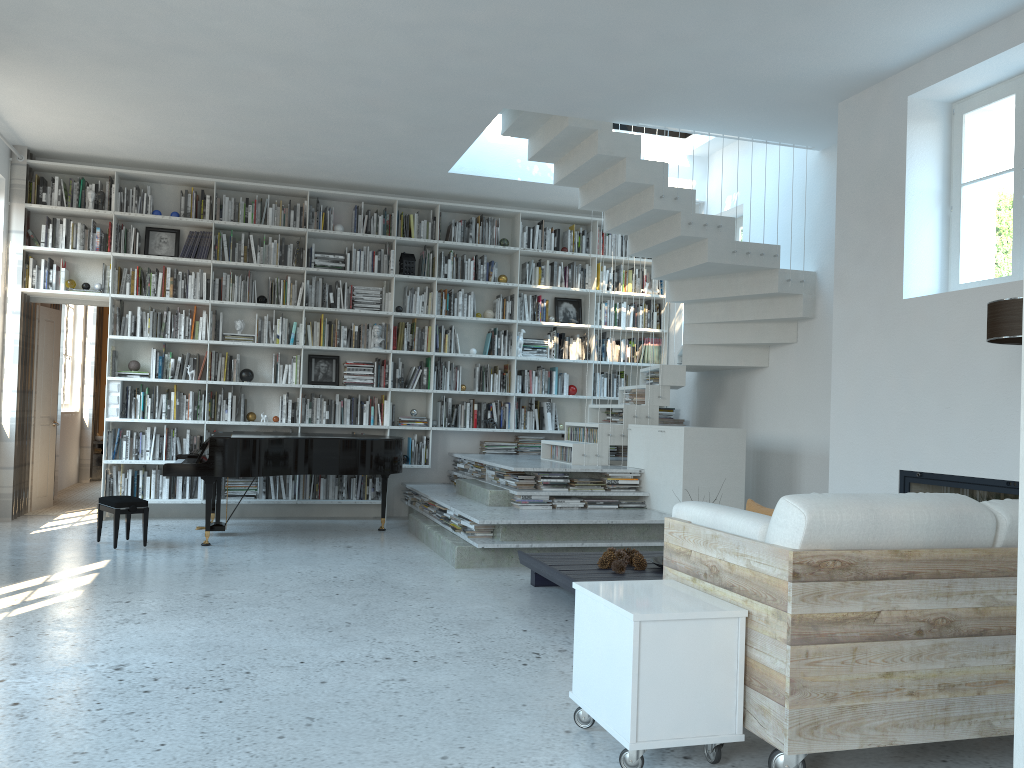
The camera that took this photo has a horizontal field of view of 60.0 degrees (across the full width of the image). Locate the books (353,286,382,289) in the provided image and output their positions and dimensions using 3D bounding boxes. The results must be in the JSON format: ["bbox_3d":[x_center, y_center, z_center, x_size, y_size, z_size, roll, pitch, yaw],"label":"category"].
[{"bbox_3d":[-1.429,-0.939,8.718,0.285,0.012,0.159,2,-2,-15],"label":"books"}]

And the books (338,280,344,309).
[{"bbox_3d":[-1.668,-0.856,8.642,0.049,0.291,0.162,2,-1,-17],"label":"books"}]

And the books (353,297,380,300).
[{"bbox_3d":[-1.433,-0.828,8.717,0.254,0.012,0.161,2,-2,-16],"label":"books"}]

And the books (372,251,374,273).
[{"bbox_3d":[-1.381,-1.180,8.729,0.010,0.230,0.152,2,-1,-17],"label":"books"}]

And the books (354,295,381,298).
[{"bbox_3d":[-1.431,-0.852,8.714,0.254,0.012,0.161,3,-2,-20],"label":"books"}]

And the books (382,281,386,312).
[{"bbox_3d":[-1.270,-0.852,8.766,0.012,0.319,0.140,2,-1,-17],"label":"books"}]

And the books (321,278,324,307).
[{"bbox_3d":[-1.843,-0.868,8.586,0.011,0.300,0.179,2,-1,-17],"label":"books"}]

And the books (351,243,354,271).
[{"bbox_3d":[-1.562,-1.215,8.655,0.011,0.284,0.190,2,-1,-17],"label":"books"}]

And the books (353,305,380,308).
[{"bbox_3d":[-1.436,-0.755,8.718,0.254,0.012,0.161,2,-2,-17],"label":"books"}]

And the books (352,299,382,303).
[{"bbox_3d":[-1.434,-0.816,8.717,0.285,0.012,0.159,2,-2,-16],"label":"books"}]

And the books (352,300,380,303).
[{"bbox_3d":[-1.433,-0.804,8.715,0.254,0.012,0.161,3,-2,-19],"label":"books"}]

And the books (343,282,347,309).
[{"bbox_3d":[-1.631,-0.844,8.638,0.021,0.269,0.191,2,-2,-17],"label":"books"}]

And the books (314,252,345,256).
[{"bbox_3d":[-1.776,-1.251,8.622,0.285,0.024,0.159,2,-2,-17],"label":"books"}]

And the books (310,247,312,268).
[{"bbox_3d":[-1.947,-1.198,8.562,0.013,0.218,0.141,2,-1,-17],"label":"books"}]

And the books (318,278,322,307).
[{"bbox_3d":[-1.864,-0.866,8.588,0.029,0.295,0.151,2,-1,-17],"label":"books"}]

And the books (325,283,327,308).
[{"bbox_3d":[-1.808,-0.841,8.595,0.014,0.250,0.172,2,-1,-17],"label":"books"}]

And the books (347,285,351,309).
[{"bbox_3d":[-1.593,-0.830,8.657,0.015,0.245,0.183,2,-2,-17],"label":"books"}]

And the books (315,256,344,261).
[{"bbox_3d":[-1.775,-1.203,8.612,0.254,0.025,0.161,3,-2,-21],"label":"books"}]

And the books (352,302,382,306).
[{"bbox_3d":[-1.433,-0.780,8.712,0.285,0.012,0.159,3,-2,-20],"label":"books"}]

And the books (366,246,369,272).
[{"bbox_3d":[-1.428,-1.202,8.711,0.023,0.269,0.185,2,-1,-17],"label":"books"}]

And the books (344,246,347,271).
[{"bbox_3d":[-1.625,-1.202,8.653,0.012,0.254,0.161,2,-1,-17],"label":"books"}]

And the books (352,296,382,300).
[{"bbox_3d":[-1.432,-0.840,8.713,0.285,0.012,0.159,2,-2,-14],"label":"books"}]

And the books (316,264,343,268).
[{"bbox_3d":[-1.779,-1.137,8.612,0.254,0.012,0.161,3,-2,-20],"label":"books"}]

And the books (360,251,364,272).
[{"bbox_3d":[-1.482,-1.179,8.696,0.028,0.219,0.183,2,-2,-17],"label":"books"}]

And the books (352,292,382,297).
[{"bbox_3d":[-1.432,-0.876,8.719,0.285,0.012,0.159,3,-2,-18],"label":"books"}]

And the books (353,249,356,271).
[{"bbox_3d":[-1.552,-1.191,8.674,0.021,0.237,0.171,2,-2,-17],"label":"books"}]

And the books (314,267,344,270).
[{"bbox_3d":[-1.780,-1.112,8.611,0.285,0.012,0.159,2,-2,-14],"label":"books"}]

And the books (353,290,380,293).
[{"bbox_3d":[-1.430,-0.902,8.717,0.254,0.012,0.161,2,-2,-15],"label":"books"}]

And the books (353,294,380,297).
[{"bbox_3d":[-1.432,-0.864,8.716,0.254,0.012,0.161,2,-2,-15],"label":"books"}]

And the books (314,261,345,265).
[{"bbox_3d":[-1.779,-1.161,8.615,0.285,0.012,0.159,3,-2,-19],"label":"books"}]

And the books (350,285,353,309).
[{"bbox_3d":[-1.576,-0.830,8.649,0.013,0.247,0.176,2,-2,-17],"label":"books"}]

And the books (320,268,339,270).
[{"bbox_3d":[-1.780,-1.100,8.609,0.254,0.012,0.161,2,-2,-13],"label":"books"}]

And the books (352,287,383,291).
[{"bbox_3d":[-1.428,-0.927,8.710,0.285,0.012,0.159,3,-2,-22],"label":"books"}]

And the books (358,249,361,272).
[{"bbox_3d":[-1.503,-1.192,8.700,0.012,0.244,0.131,2,-1,-17],"label":"books"}]

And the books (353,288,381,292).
[{"bbox_3d":[-1.431,-0.914,8.721,0.254,0.012,0.161,2,-2,-17],"label":"books"}]

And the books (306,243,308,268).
[{"bbox_3d":[-1.986,-1.218,8.558,0.012,0.254,0.161,2,-1,-17],"label":"books"}]

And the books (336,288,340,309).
[{"bbox_3d":[-1.695,-0.820,8.631,0.024,0.216,0.148,2,-1,-17],"label":"books"}]

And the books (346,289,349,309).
[{"bbox_3d":[-1.614,-0.816,8.659,0.024,0.216,0.132,2,-1,-17],"label":"books"}]

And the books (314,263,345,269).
[{"bbox_3d":[-1.779,-1.149,8.612,0.285,0.012,0.159,3,-2,-20],"label":"books"}]

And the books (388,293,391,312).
[{"bbox_3d":[-1.225,-0.793,8.782,0.030,0.205,0.158,2,-2,-17],"label":"books"}]

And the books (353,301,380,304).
[{"bbox_3d":[-1.434,-0.792,8.714,0.254,0.012,0.161,2,-2,-15],"label":"books"}]

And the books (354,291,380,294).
[{"bbox_3d":[-1.429,-0.889,8.710,0.254,0.012,0.161,2,-2,-12],"label":"books"}]

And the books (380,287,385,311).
[{"bbox_3d":[-1.279,-0.821,8.747,0.012,0.254,0.161,2,-1,-17],"label":"books"}]

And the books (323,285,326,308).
[{"bbox_3d":[-1.823,-0.834,8.595,0.014,0.233,0.147,2,-1,-17],"label":"books"}]

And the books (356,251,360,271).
[{"bbox_3d":[-1.519,-1.179,8.682,0.027,0.216,0.190,2,-2,-17],"label":"books"}]

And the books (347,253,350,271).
[{"bbox_3d":[-1.608,-1.169,8.653,0.025,0.187,0.193,2,-2,-17],"label":"books"}]

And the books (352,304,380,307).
[{"bbox_3d":[-1.435,-0.767,8.716,0.254,0.012,0.161,3,-2,-18],"label":"books"}]

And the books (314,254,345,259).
[{"bbox_3d":[-1.775,-1.227,8.617,0.285,0.024,0.159,2,-2,-15],"label":"books"}]

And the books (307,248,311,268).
[{"bbox_3d":[-1.962,-1.191,8.543,0.027,0.201,0.167,2,-2,-17],"label":"books"}]

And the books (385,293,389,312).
[{"bbox_3d":[-1.252,-0.791,8.768,0.029,0.198,0.172,2,-2,-17],"label":"books"}]

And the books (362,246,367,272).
[{"bbox_3d":[-1.459,-1.204,8.724,0.029,0.273,0.140,2,-1,-17],"label":"books"}]

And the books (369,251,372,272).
[{"bbox_3d":[-1.405,-1.178,8.709,0.023,0.223,0.190,2,-2,-17],"label":"books"}]

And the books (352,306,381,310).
[{"bbox_3d":[-1.436,-0.743,8.716,0.285,0.012,0.159,2,-2,-16],"label":"books"}]

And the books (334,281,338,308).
[{"bbox_3d":[-1.718,-0.855,8.631,0.022,0.285,0.130,2,-1,-17],"label":"books"}]

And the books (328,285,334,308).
[{"bbox_3d":[-1.757,-0.833,8.605,0.066,0.236,0.153,2,-1,-17],"label":"books"}]

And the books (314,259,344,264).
[{"bbox_3d":[-1.775,-1.178,8.609,0.285,0.024,0.159,2,-2,-12],"label":"books"}]

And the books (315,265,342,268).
[{"bbox_3d":[-1.778,-1.124,8.608,0.254,0.012,0.161,2,-2,-12],"label":"books"}]

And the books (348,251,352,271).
[{"bbox_3d":[-1.592,-1.185,8.689,0.024,0.223,0.128,2,-1,-17],"label":"books"}]
